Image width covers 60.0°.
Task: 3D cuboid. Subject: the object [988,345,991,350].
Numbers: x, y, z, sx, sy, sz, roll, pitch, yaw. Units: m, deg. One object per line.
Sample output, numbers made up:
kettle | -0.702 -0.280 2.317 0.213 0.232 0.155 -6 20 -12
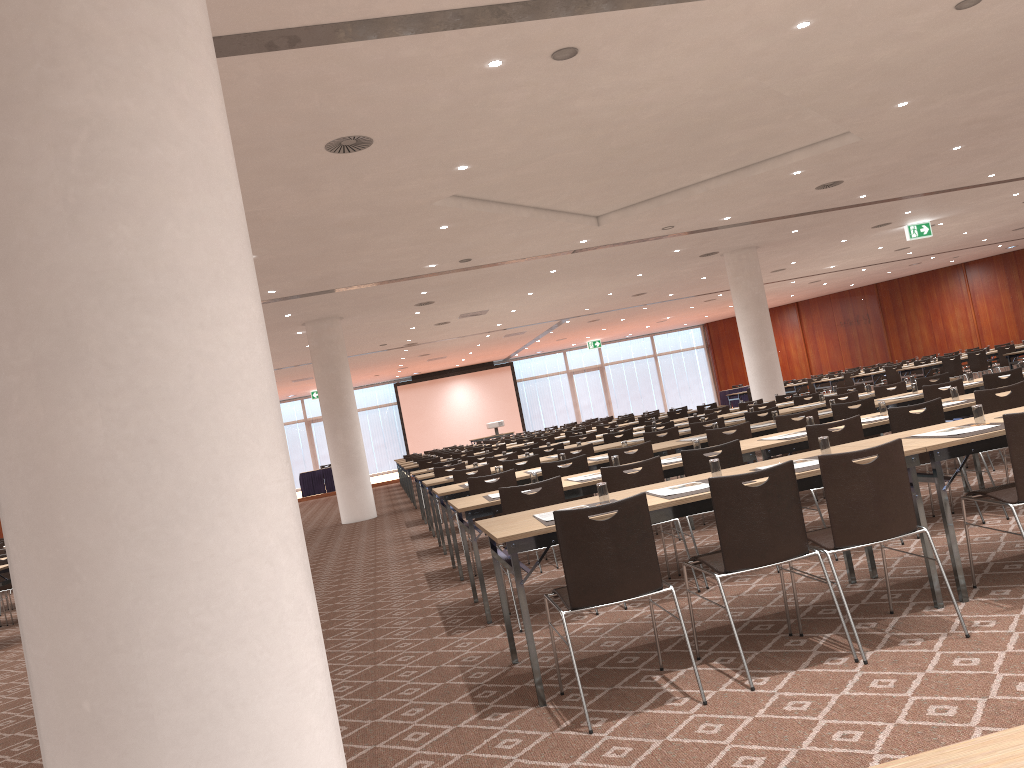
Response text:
object | 12.011 -0.915 22.321 0.054 0.114 0.054 -12 -2 24

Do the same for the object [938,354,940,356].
object | 11.697 -0.775 24.277 0.054 0.114 0.054 -9 -2 -43

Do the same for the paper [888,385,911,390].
paper | 5.093 0.032 11.439 0.460 0.003 0.566 -10 -2 -11

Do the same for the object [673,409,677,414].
object | 3.467 0.588 18.882 0.054 0.114 0.054 -12 -2 24

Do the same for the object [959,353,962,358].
object | 10.105 -0.644 19.974 0.054 0.114 0.054 -9 -2 -43

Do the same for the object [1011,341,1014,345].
object | 12.647 -1.034 22.411 0.054 0.114 0.054 -12 -2 24

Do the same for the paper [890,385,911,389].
paper | 5.054 0.039 11.527 0.283 0.006 0.398 -11 -2 -8

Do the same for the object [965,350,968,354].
object | 11.382 -0.798 22.219 0.054 0.114 0.054 -12 -2 24

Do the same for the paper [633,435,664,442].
paper | 1.657 0.670 10.889 0.460 0.003 0.566 -11 -2 -8

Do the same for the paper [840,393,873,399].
paper | 4.409 0.158 11.397 0.283 0.006 0.398 -10 -2 -12

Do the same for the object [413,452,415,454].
object | -3.081 2.216 27.918 0.054 0.114 0.054 -9 -2 -43

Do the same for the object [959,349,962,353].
object | 12.344 -0.895 24.389 0.054 0.114 0.054 -9 -2 -43

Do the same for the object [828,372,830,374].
object | 10.800 -0.361 30.206 0.054 0.114 0.054 -9 -2 -43

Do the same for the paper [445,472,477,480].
paper | -0.552 1.080 10.522 0.460 0.003 0.566 -11 -2 -9

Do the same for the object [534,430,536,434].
object | 0.688 1.434 26.516 0.054 0.114 0.054 -12 -2 24

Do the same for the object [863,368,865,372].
object | 9.507 -0.368 23.928 0.054 0.114 0.054 -10 -2 -20

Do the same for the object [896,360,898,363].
object | 11.399 -0.637 26.250 0.054 0.114 0.054 -9 -2 -43

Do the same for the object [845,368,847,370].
object | 11.424 -0.476 30.311 0.054 0.114 0.054 -9 -2 -43

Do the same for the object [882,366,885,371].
object | 9.166 -0.387 21.847 0.054 0.114 0.054 -9 -2 -43

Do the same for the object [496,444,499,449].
object | -0.298 1.287 18.257 0.054 0.114 0.054 -12 -2 24

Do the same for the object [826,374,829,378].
object | 9.205 -0.230 25.895 0.054 0.114 0.054 -10 -2 -20

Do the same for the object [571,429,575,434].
object | 1.276 0.995 18.524 0.054 0.114 0.054 -9 -2 -43

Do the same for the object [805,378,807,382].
object | 8.571 -0.112 25.791 0.054 0.114 0.054 -10 -2 -20

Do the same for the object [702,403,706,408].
object | 4.111 0.468 18.983 0.054 0.114 0.054 -9 -2 -43

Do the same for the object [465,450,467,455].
object | -0.934 1.405 18.167 0.054 0.114 0.054 -12 -2 24

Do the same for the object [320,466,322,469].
object | -6.628 2.883 30.739 0.054 0.114 0.054 -11 -2 2

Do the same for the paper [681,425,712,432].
paper | 2.283 0.553 10.967 0.460 0.003 0.566 -11 -2 -9

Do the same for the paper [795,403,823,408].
paper | 3.784 0.274 11.297 0.283 0.006 0.398 -10 -2 -10

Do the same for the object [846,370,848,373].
object | 9.827 -0.345 25.997 0.054 0.114 0.054 -10 -2 -20

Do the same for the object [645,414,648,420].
object | 2.847 0.703 18.785 0.054 0.114 0.054 -12 -2 24

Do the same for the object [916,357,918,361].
object | 12.035 -0.755 26.364 0.054 0.114 0.054 -9 -2 -43

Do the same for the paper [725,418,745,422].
paper | 2.827 0.452 11.145 0.283 0.006 0.398 -11 -2 -9

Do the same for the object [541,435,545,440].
object | 0.642 1.112 18.409 0.054 0.114 0.054 -9 -2 -43

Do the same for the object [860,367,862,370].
object | 11.099 -0.499 28.231 0.054 0.114 0.054 -9 -2 -43

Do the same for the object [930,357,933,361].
object | 10.437 -0.623 22.057 0.054 0.114 0.054 -9 -2 -43

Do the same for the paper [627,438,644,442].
paper | 1.573 0.685 10.957 0.283 0.006 0.398 -11 -2 -8

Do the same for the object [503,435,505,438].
object | -0.244 1.689 28.386 0.054 0.114 0.054 -12 -2 24

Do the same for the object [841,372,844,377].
object | 8.873 -0.251 23.814 0.054 0.114 0.054 -10 -2 -20

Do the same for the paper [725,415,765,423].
paper | 2.891 0.441 11.091 0.460 0.003 0.566 -10 -2 -11

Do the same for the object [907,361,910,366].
object | 9.805 -0.506 21.956 0.054 0.114 0.054 -9 -2 -43

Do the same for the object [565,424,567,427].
object | 1.630 1.259 26.677 0.054 0.114 0.054 -12 -2 24

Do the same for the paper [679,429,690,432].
paper | 2.227 0.563 11.041 0.283 0.006 0.398 -10 -2 -11

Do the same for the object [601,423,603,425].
object | 1.899 0.879 18.623 0.054 0.114 0.054 -9 -2 -43

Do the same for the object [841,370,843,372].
object | 10.473 -0.383 28.122 0.054 0.114 0.054 -9 -2 -43

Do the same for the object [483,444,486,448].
object | -0.615 1.428 20.239 0.054 0.114 0.054 -9 -2 -43

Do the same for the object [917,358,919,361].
object | 11.068 -0.658 24.180 0.054 0.114 0.054 -9 -2 -43

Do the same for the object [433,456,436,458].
object | -1.569 1.523 18.065 0.054 0.114 0.054 -9 -2 -43

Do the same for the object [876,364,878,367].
object | 10.766 -0.519 26.156 0.054 0.114 0.054 -9 -2 -43

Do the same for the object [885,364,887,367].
object | 10.140 -0.486 24.027 0.054 0.114 0.054 -10 -2 -20

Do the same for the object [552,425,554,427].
object | 1.334 1.397 28.656 0.054 0.114 0.054 -12 -2 24

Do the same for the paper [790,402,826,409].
paper | 3.861 0.261 11.258 0.460 0.003 0.566 -11 -2 -9

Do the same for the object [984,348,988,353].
object | 10.734 -0.761 20.089 0.054 0.114 0.054 -9 -2 -43

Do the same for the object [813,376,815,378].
object | 9.523 -0.206 27.979 0.054 0.114 0.054 -10 -2 -20

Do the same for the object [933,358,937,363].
object | 9.476 -0.527 19.873 0.054 0.114 0.054 -9 -2 -43

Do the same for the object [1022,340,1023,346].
object | 11.679 -0.936 20.245 0.054 0.114 0.054 -12 -2 24

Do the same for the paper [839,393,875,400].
paper | 4.470 0.148 11.348 0.460 0.003 0.566 -10 -2 -10
